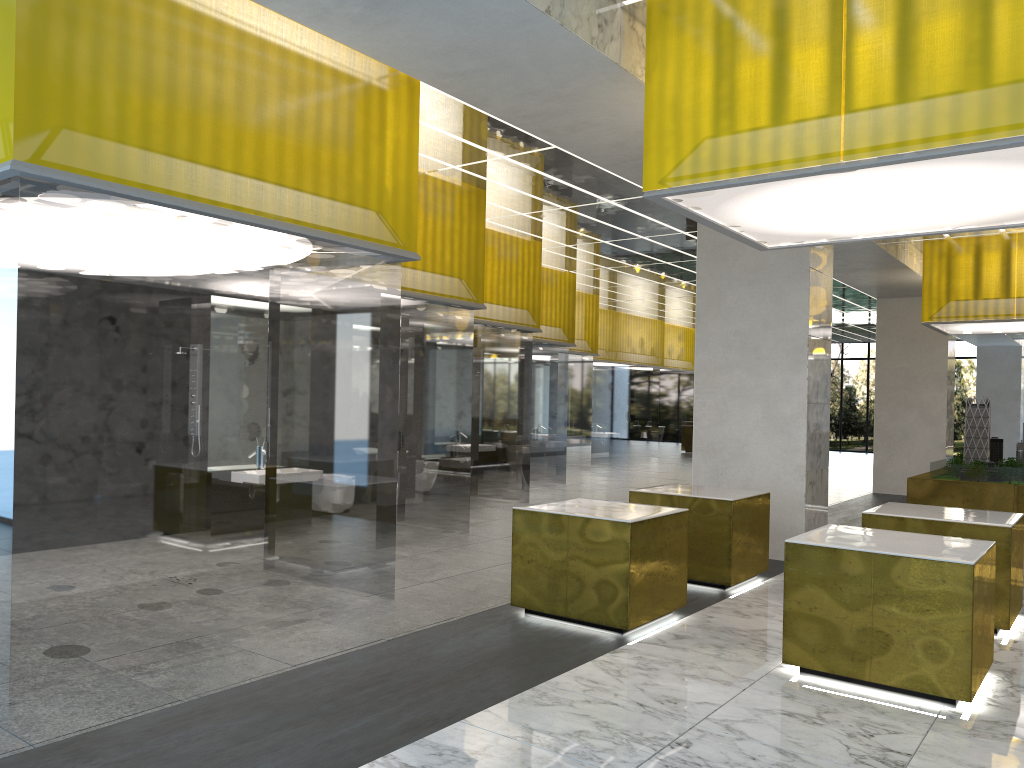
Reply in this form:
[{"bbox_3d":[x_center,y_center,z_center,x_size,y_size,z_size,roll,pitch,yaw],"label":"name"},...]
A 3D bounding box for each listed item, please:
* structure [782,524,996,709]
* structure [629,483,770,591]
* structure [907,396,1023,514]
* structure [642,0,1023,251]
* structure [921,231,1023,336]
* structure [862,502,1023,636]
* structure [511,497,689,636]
[{"bbox_3d":[3.285,1.947,7.409,1.448,1.173,1.357,1,-1,37],"label":"structure"},{"bbox_3d":[2.500,2.008,11.382,1.448,1.173,1.357,1,-1,37],"label":"structure"},{"bbox_3d":[11.606,1.583,19.205,4.108,2.571,4.839,1,-1,37],"label":"structure"},{"bbox_3d":[3.434,-2.736,7.771,3.452,2.269,3.050,1,-1,37],"label":"structure"},{"bbox_3d":[10.949,-2.337,18.263,3.453,2.269,3.051,1,-1,37],"label":"structure"},{"bbox_3d":[4.831,2.029,9.568,1.448,1.173,1.357,1,-1,37],"label":"structure"},{"bbox_3d":[0.957,1.926,9.227,1.448,1.173,1.357,1,-1,37],"label":"structure"}]
